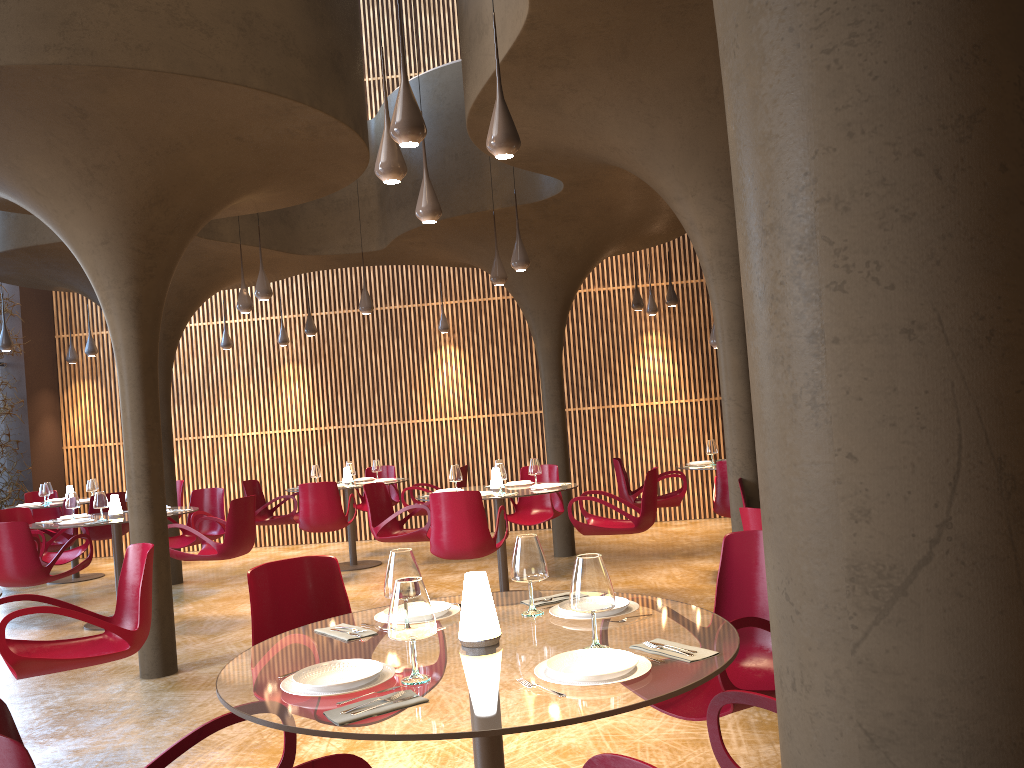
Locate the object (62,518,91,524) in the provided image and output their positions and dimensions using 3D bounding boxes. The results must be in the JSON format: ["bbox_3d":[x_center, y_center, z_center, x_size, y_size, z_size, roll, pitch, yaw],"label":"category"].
[{"bbox_3d":[-4.401,1.389,8.961,0.263,0.029,0.263,-5,-2,14],"label":"object"}]

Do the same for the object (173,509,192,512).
[{"bbox_3d":[-3.600,1.370,9.595,0.262,0.017,0.126,-5,-2,25],"label":"object"}]

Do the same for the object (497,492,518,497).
[{"bbox_3d":[-0.039,1.062,8.509,0.126,0.017,0.262,-5,-2,20],"label":"object"}]

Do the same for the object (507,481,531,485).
[{"bbox_3d":[0.076,1.078,9.631,0.263,0.029,0.263,-5,-2,6],"label":"object"}]

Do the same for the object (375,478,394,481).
[{"bbox_3d":[-1.733,1.305,12.050,0.263,0.029,0.263,-4,-2,-16],"label":"object"}]

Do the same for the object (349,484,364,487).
[{"bbox_3d":[-2.019,1.323,11.502,0.126,0.017,0.262,-5,-2,10],"label":"object"}]

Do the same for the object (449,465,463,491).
[{"bbox_3d":[-0.575,0.979,9.078,0.142,0.295,0.142,-5,-1,43],"label":"object"}]

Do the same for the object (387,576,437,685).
[{"bbox_3d":[-0.289,0.712,2.565,0.142,0.295,0.142,-4,-1,-1],"label":"object"}]

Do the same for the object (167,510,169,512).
[{"bbox_3d":[-3.748,1.354,9.330,0.263,0.029,0.263,-5,-2,29],"label":"object"}]

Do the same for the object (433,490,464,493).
[{"bbox_3d":[-0.666,1.131,9.286,0.332,0.014,0.331,-6,-3,31],"label":"object"}]

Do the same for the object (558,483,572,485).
[{"bbox_3d":[0.485,1.051,9.264,0.262,0.017,0.126,-5,-2,25],"label":"object"}]

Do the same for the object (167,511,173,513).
[{"bbox_3d":[-3.747,1.363,9.330,0.332,0.014,0.331,-6,-3,35],"label":"object"}]

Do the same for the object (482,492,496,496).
[{"bbox_3d":[-0.316,1.080,8.630,0.332,0.014,0.332,-4,-2,-5],"label":"object"}]

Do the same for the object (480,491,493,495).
[{"bbox_3d":[-0.317,1.070,8.631,0.263,0.029,0.263,-5,-2,23],"label":"object"}]

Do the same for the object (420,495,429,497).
[{"bbox_3d":[-0.794,1.137,9.012,0.262,0.017,0.126,-5,-2,22],"label":"object"}]

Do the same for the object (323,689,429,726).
[{"bbox_3d":[-0.358,0.853,2.338,0.261,0.017,0.126,-3,-3,-33],"label":"object"}]

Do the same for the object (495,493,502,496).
[{"bbox_3d":[-0.320,1.081,8.631,0.411,0.012,0.204,-5,-2,16],"label":"object"}]

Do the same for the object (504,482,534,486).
[{"bbox_3d":[0.077,1.088,9.631,0.331,0.014,0.332,-4,-2,-13],"label":"object"}]

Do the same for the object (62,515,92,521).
[{"bbox_3d":[-4.750,1.451,9.621,0.204,0.012,0.410,-5,-2,17],"label":"object"}]

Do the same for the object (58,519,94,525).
[{"bbox_3d":[-4.401,1.399,8.961,0.332,0.014,0.332,-4,-2,-2],"label":"object"}]

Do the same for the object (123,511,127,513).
[{"bbox_3d":[-4.291,1.439,10.062,0.126,0.017,0.262,-5,-2,16],"label":"object"}]

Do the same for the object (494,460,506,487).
[{"bbox_3d":[-0.131,0.962,9.510,0.142,0.295,0.142,-5,-1,37],"label":"object"}]

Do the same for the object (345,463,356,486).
[{"bbox_3d":[-2.138,1.195,11.716,0.142,0.295,0.142,-4,-1,-2],"label":"object"}]

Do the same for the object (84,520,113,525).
[{"bbox_3d":[-4.124,1.381,8.840,0.126,0.017,0.262,-5,-2,20],"label":"object"}]

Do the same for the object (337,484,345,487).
[{"bbox_3d":[-2.313,1.331,11.573,0.263,0.029,0.263,-5,-2,10],"label":"object"}]

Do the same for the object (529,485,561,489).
[{"bbox_3d":[0.338,1.044,9.000,0.332,0.014,0.331,-6,-3,38],"label":"object"}]

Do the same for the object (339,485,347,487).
[{"bbox_3d":[-2.313,1.340,11.573,0.332,0.014,0.332,-4,-2,-6],"label":"object"}]

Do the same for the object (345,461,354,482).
[{"bbox_3d":[-2.283,1.235,12.473,0.142,0.295,0.142,-4,-1,5],"label":"object"}]

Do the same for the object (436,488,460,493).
[{"bbox_3d":[-0.667,1.121,9.286,0.263,0.029,0.263,-5,-2,12],"label":"object"}]

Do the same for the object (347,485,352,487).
[{"bbox_3d":[-2.317,1.342,11.573,0.411,0.012,0.204,-5,-2,6],"label":"object"}]

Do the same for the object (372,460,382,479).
[{"bbox_3d":[-1.866,1.195,12.249,0.142,0.295,0.142,-3,-1,-42],"label":"object"}]

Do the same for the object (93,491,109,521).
[{"bbox_3d":[-4.205,1.251,9.070,0.142,0.295,0.142,-4,-1,-3],"label":"object"}]

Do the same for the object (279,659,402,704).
[{"bbox_3d":[-0.511,0.869,2.604,0.204,0.012,0.411,-3,-3,-38],"label":"object"}]

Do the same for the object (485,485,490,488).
[{"bbox_3d":[-0.207,1.120,9.731,0.126,0.017,0.262,-5,-2,16],"label":"object"}]

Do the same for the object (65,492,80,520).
[{"bbox_3d":[-4.660,1.298,9.409,0.142,0.295,0.142,-5,-1,43],"label":"object"}]

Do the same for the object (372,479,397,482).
[{"bbox_3d":[-1.733,1.315,12.050,0.332,0.014,0.331,-5,-2,28],"label":"object"}]

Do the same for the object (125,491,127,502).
[{"bbox_3d":[-4.216,1.281,9.841,0.142,0.295,0.142,-4,-1,-8],"label":"object"}]

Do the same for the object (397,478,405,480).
[{"bbox_3d":[-1.634,1.325,12.336,0.262,0.017,0.126,-5,-2,15],"label":"object"}]

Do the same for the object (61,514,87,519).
[{"bbox_3d":[-4.752,1.440,9.617,0.263,0.029,0.263,-5,-2,6],"label":"object"}]

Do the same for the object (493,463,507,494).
[{"bbox_3d":[-0.120,0.932,8.739,0.142,0.295,0.142,-4,-1,-3],"label":"object"}]

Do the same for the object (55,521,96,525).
[{"bbox_3d":[-4.405,1.400,8.962,0.411,0.012,0.204,-5,-2,16],"label":"object"}]

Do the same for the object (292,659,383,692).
[{"bbox_3d":[-0.509,0.857,2.601,0.263,0.029,0.263,-6,-3,41],"label":"object"}]

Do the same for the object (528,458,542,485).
[{"bbox_3d":[0.240,0.923,9.217,0.142,0.295,0.142,-4,-1,-21],"label":"object"}]

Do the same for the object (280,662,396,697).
[{"bbox_3d":[-0.508,0.867,2.601,0.332,0.014,0.332,-4,-2,2],"label":"object"}]

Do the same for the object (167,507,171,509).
[{"bbox_3d":[-4.008,1.407,9.961,0.331,0.014,0.332,-4,-2,-13],"label":"object"}]

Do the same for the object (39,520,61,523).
[{"bbox_3d":[-4.879,1.456,9.343,0.262,0.017,0.126,-5,-2,22],"label":"object"}]

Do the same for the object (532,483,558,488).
[{"bbox_3d":[0.337,1.035,9.000,0.263,0.029,0.263,-5,-2,13],"label":"object"}]

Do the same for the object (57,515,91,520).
[{"bbox_3d":[-4.751,1.450,9.617,0.332,0.014,0.331,-6,-3,31],"label":"object"}]
